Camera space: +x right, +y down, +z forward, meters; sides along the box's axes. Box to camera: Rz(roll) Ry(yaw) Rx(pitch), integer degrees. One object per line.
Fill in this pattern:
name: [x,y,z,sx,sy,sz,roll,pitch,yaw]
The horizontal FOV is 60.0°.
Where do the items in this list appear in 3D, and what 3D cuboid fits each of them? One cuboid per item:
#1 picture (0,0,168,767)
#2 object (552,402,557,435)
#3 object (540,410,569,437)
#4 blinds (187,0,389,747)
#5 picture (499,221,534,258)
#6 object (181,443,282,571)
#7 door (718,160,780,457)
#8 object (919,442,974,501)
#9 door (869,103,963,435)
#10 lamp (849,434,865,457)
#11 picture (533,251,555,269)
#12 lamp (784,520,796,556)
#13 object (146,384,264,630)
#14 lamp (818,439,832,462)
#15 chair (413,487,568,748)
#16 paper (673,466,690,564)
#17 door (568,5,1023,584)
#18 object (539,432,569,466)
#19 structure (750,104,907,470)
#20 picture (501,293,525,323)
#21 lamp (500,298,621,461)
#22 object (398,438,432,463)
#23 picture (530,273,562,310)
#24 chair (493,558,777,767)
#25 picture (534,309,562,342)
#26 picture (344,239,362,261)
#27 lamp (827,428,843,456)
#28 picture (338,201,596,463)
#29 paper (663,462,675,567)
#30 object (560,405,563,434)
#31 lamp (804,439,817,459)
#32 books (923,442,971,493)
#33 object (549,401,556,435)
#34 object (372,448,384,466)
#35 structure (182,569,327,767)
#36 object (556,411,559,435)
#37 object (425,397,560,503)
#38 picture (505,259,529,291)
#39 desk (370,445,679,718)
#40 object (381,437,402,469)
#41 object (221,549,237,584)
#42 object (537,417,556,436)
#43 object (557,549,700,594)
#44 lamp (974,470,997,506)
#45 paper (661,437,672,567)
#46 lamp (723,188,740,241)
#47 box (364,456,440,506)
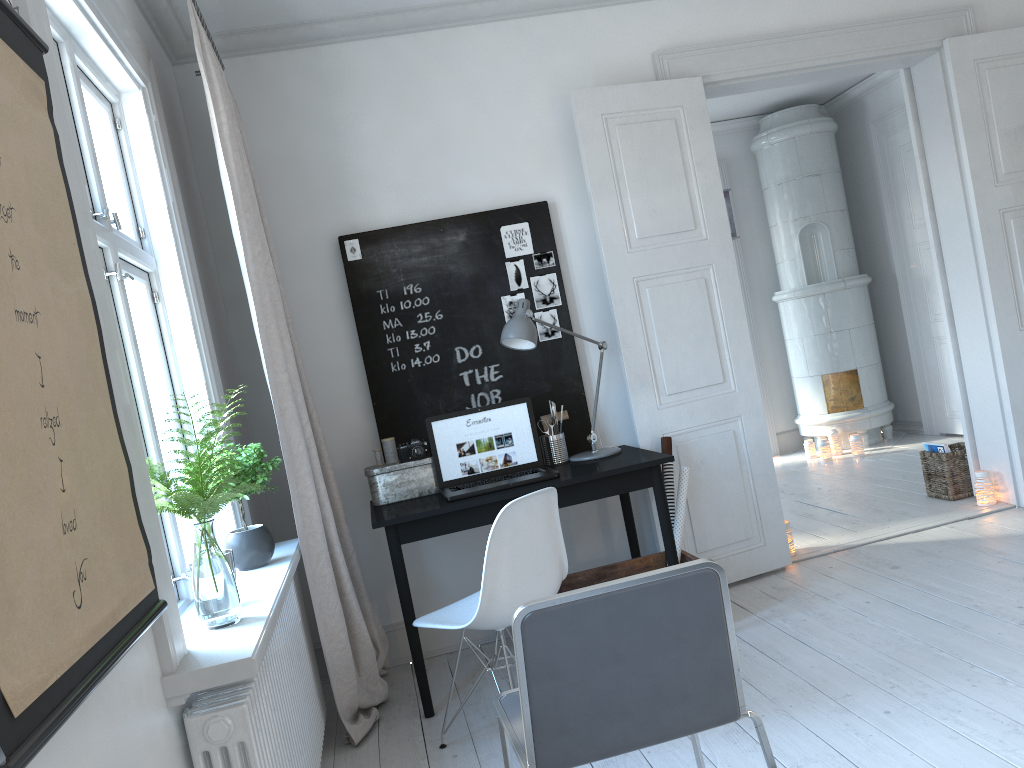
picture: [-0.766,-0.190,1.352,0.057,1.314,0.793,-12,2,-9]
object: [0.191,0.207,3.834,0.012,0.264,0.062,-10,3,33]
object: [0.209,0.230,3.876,0.137,0.209,0.034,-13,3,-29]
blinds: [-0.810,-0.023,3.392,0.224,2.649,0.831,-12,3,-9]
picture: [0.024,-0.653,3.987,0.147,0.154,0.004,-12,3,-9]
object: [-0.872,0.385,2.816,0.272,0.407,0.309,-9,3,41]
door: [1.177,-0.463,7.413,2.597,2.507,0.577,-12,3,-9]
object: [2.498,0.487,4.985,0.270,0.265,0.224,-12,2,-9]
door: [3.319,-0.855,6.236,0.306,2.507,1.598,-12,2,-9]
lamp: [2.602,0.464,6.692,0.089,0.166,0.089,-12,3,-10]
picture: [0.144,-0.562,4.009,0.095,0.071,0.001,-12,3,-9]
lamp: [1.353,0.771,4.415,0.089,0.166,0.089,-12,3,-17]
object: [-0.763,0.304,2.103,0.415,0.565,0.304,-10,3,25]
lamp: [2.390,0.504,6.772,0.089,0.166,0.089,-12,2,-8]
chair: [-0.037,0.768,2.949,0.473,0.825,0.555,-14,3,-44]
paper: [0.697,0.679,3.750,0.282,0.627,0.041,-13,3,-31]
door: [1.677,-0.474,4.439,2.597,2.507,0.577,-12,3,-9]
object: [0.182,0.281,3.818,0.108,0.128,0.108,-11,2,6]
structure: [2.394,-0.776,7.063,0.801,2.830,1.245,-9,3,36]
picture: [0.016,-0.333,3.990,0.107,0.150,0.001,-12,3,-9]
lamp: [0.220,-0.023,3.753,0.615,0.716,0.230,-13,3,-38]
object: [-0.396,0.267,3.612,0.137,0.087,0.073,-12,2,-9]
picture: [0.153,-0.422,4.012,0.121,0.153,0.002,-12,3,-9]
chair: [0.234,0.759,1.930,0.562,0.798,0.524,-12,2,-9]
picture: [0.163,-0.268,4.016,0.103,0.136,0.001,-12,3,-9]
picture: [-0.693,-0.585,3.869,0.061,0.088,0.004,-12,3,-12]
lamp: [2.516,0.452,6.927,0.098,0.210,0.098,-11,3,-5]
picture: [-0.189,-0.164,3.989,0.952,1.173,0.064,-12,3,-9]
paper: [0.683,0.663,3.807,0.043,0.669,0.266,-9,3,36]
object: [0.210,0.216,3.822,0.084,0.240,0.009,-13,3,-32]
lamp: [2.354,0.515,7.001,0.084,0.146,0.084,-11,2,-5]
books: [2.479,0.458,4.982,0.201,0.300,0.179,-12,2,-9]
object: [0.186,0.204,3.833,0.008,0.268,0.060,-11,3,7]
object: [-0.561,0.307,3.720,0.039,0.069,0.040,-12,3,-21]
structure: [-0.707,0.949,2.524,0.195,0.547,1.505,-12,2,-9]
object: [0.199,0.228,3.826,0.009,0.222,0.082,-10,3,20]
object: [-0.084,0.249,3.495,0.445,0.315,0.325,-12,2,-9]
picture: [0.023,-0.489,3.990,0.083,0.146,0.002,-12,3,-9]
desk: [0.075,0.760,3.616,1.159,0.759,0.651,-12,2,-9]
object: [-0.498,0.292,3.663,0.056,0.130,0.167,-12,2,-11]
object: [-0.758,0.511,2.293,0.097,0.146,0.097,-11,2,-4]
object: [0.162,0.244,3.825,0.081,0.198,0.050,-11,3,16]
object: [0.467,0.922,3.684,0.664,0.282,0.339,-12,2,-9]
lamp: [2.455,0.542,4.609,0.092,0.180,0.093,-13,3,-26]
paper: [0.689,0.616,3.879,0.048,0.747,0.297,-9,3,36]
lamp: [1.147,-1.771,5.695,0.228,1.763,0.228,-12,3,-13]
box: [-0.446,0.397,3.698,0.317,0.152,0.193,-12,2,-9]
